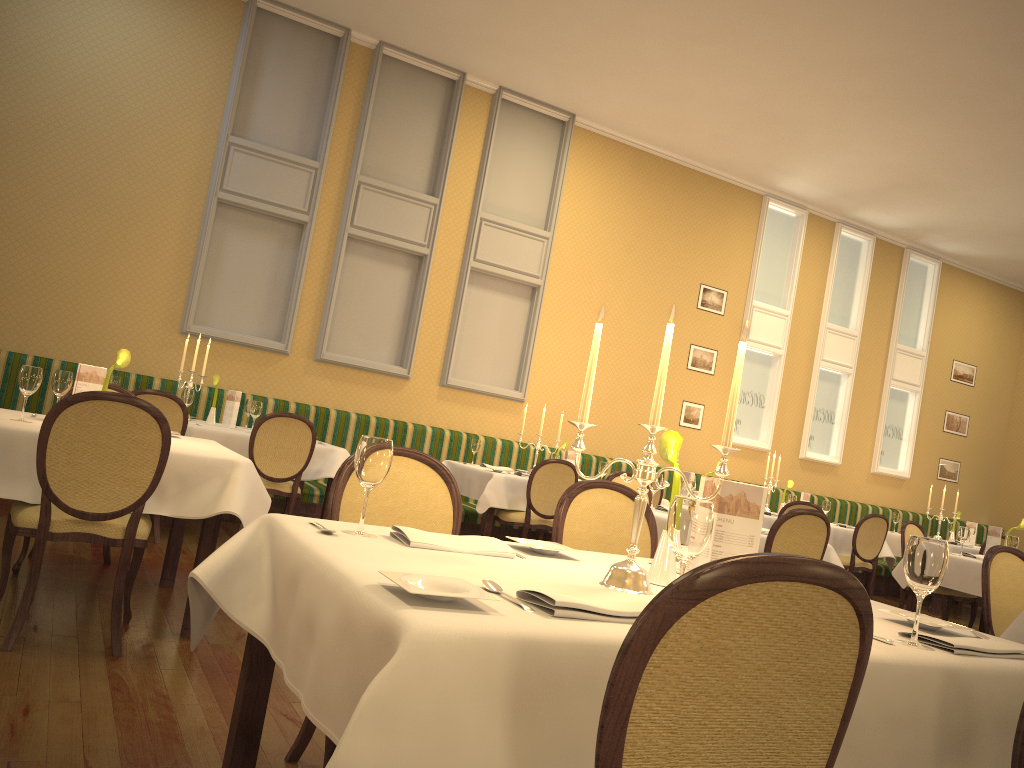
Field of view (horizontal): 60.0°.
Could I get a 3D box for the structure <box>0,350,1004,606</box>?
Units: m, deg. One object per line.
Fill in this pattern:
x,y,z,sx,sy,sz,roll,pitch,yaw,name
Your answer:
0.570,1.199,8.957,14.516,1.031,0.850,12,-4,-27,structure

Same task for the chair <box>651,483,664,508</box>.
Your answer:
0.895,1.195,7.409,0.530,0.955,0.571,12,-4,-26,chair

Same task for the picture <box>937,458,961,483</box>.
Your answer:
5.978,1.185,12.132,0.437,0.294,0.008,12,-4,-27,picture

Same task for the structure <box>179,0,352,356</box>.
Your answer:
-2.178,-1.869,7.952,0.956,3.103,0.200,12,-4,-27,structure

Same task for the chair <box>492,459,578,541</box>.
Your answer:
0.163,1.040,7.037,0.530,0.955,0.571,12,-4,-26,chair

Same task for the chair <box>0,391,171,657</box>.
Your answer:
-1.630,0.491,3.393,0.530,0.955,0.571,12,-4,-26,chair

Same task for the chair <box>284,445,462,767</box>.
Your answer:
-0.297,0.674,2.514,0.530,0.955,0.571,12,-4,-26,chair

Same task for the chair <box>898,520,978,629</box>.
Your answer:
3.536,1.667,7.428,0.530,0.955,0.571,13,-4,-36,chair

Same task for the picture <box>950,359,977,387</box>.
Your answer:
6.228,-0.145,12.222,0.504,0.294,0.008,12,-4,-27,picture

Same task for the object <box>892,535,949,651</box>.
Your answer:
0.871,0.442,1.887,0.088,0.229,0.088,9,-4,21,object

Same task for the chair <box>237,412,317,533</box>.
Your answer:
-1.682,0.652,6.094,0.530,0.955,0.571,12,-4,-26,chair

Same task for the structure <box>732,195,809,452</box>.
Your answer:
3.018,-0.714,10.606,0.687,2.985,0.200,12,-4,-27,structure

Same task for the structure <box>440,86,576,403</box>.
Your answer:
-0.029,-1.416,9.049,0.956,3.103,0.200,12,-4,-27,structure

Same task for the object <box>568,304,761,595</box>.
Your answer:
0.310,0.135,1.983,0.390,0.655,0.131,10,-4,8,object

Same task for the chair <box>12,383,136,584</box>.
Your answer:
-2.145,0.470,4.524,0.530,0.955,0.571,12,-4,-26,chair

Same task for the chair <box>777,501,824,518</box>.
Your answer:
2.558,1.544,8.253,0.530,0.955,0.571,10,-4,-2,chair

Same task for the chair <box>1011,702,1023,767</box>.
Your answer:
0.894,0.837,1.728,0.530,0.955,0.571,12,-4,-26,chair

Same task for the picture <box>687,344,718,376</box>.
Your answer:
2.187,-0.278,10.179,0.401,0.294,0.008,12,-4,-27,picture

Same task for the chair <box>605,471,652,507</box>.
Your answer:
0.867,1.105,6.062,0.530,0.955,0.571,12,-4,-26,chair

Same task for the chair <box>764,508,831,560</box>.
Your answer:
1.382,1.126,4.931,0.530,0.955,0.571,12,-4,-26,chair

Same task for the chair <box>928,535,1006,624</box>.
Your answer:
4.893,2.037,9.452,0.530,0.955,0.571,12,-4,-26,chair

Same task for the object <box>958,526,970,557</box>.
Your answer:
3.569,1.246,7.020,0.088,0.229,0.088,9,-4,15,object

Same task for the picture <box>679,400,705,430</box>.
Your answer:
2.057,0.359,10.130,0.313,0.294,0.008,12,-4,-27,picture

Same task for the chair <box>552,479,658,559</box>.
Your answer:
0.379,0.817,2.859,0.530,0.955,0.571,12,-4,-26,chair

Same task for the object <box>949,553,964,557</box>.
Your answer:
3.480,1.338,6.968,0.017,0.010,0.185,12,-4,-25,object

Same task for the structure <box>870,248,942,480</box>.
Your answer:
5.176,-0.260,11.708,0.670,2.985,0.200,12,-4,-27,structure

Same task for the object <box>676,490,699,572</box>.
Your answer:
0.525,0.419,2.511,0.088,0.229,0.088,9,-4,21,object

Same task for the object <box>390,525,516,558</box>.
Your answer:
-0.141,0.378,2.120,0.273,0.033,0.142,12,-4,-27,object

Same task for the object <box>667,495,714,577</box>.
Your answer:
0.333,0.335,1.711,0.088,0.229,0.088,9,-4,21,object

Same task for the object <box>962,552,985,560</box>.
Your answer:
3.736,1.383,7.095,0.273,0.033,0.142,12,-4,-27,object

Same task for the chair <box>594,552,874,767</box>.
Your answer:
0.156,0.682,1.352,0.530,0.955,0.571,12,-4,-26,chair

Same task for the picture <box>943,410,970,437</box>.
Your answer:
6.104,0.547,12.179,0.504,0.294,0.008,12,-4,-27,picture

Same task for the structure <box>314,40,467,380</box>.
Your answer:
-1.142,-1.650,8.481,0.956,3.103,0.200,12,-4,-27,structure

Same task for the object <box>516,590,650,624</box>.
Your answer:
0.159,0.399,1.600,0.273,0.033,0.142,12,-4,-27,object

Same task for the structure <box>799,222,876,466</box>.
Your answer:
4.065,-0.494,11.141,0.661,2.985,0.200,12,-4,-27,structure

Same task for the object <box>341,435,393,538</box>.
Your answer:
-0.336,0.238,2.077,0.088,0.229,0.088,9,-4,21,object

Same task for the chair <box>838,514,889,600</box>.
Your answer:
3.268,1.695,8.621,0.530,0.955,0.571,12,-4,-26,chair

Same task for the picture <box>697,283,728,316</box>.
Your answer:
2.311,-0.971,10.222,0.401,0.294,0.008,12,-4,-27,picture

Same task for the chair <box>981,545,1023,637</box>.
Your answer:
2.346,1.231,3.863,0.530,0.955,0.571,12,-4,-26,chair

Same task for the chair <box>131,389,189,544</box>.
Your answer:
-2.414,0.497,5.722,0.530,0.955,0.571,12,-4,-26,chair

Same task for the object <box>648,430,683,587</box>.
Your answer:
0.386,0.300,2.185,0.076,0.375,0.163,10,-4,-5,object
